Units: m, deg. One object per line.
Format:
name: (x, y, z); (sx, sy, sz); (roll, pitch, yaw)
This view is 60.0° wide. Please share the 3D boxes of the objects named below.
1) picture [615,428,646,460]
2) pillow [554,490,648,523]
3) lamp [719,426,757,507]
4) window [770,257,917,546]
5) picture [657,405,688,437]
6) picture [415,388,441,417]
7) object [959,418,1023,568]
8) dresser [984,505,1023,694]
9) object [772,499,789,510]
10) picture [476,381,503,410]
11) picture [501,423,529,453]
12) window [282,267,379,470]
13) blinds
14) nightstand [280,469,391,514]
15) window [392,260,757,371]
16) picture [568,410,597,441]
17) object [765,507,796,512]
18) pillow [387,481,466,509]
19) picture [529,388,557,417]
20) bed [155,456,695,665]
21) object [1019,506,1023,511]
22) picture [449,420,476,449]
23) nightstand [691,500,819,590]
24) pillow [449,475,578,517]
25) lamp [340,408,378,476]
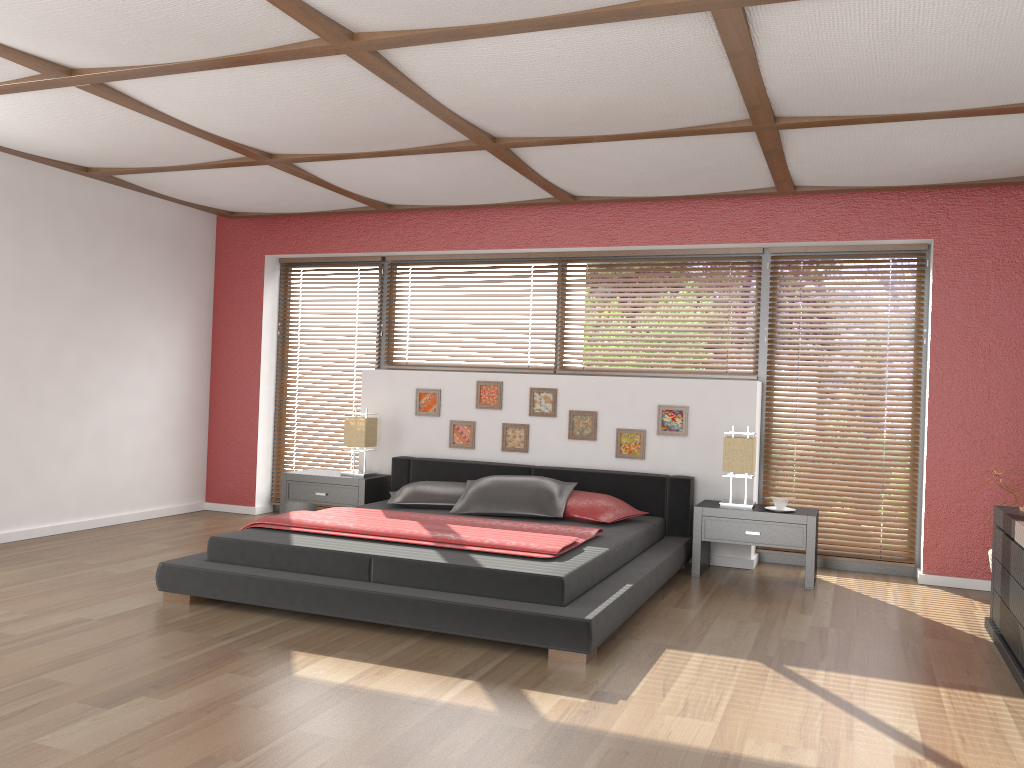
picture: (0.795, 0.402, 5.950); (0.200, 0.200, 0.010); (2, 0, 21)
pillow: (0.425, 0.761, 5.521); (0.745, 0.172, 0.418); (2, -1, 40)
lamp: (1.408, 0.501, 5.491); (0.200, 0.480, 0.200); (2, 0, 21)
window: (2.157, 0.100, 5.809); (0.889, 1.893, 0.020); (2, 0, 21)
picture: (1.059, 0.242, 5.851); (0.200, 0.200, 0.010); (2, 0, 21)
picture: (-0.617, 0.136, 6.502); (0.200, 0.200, 0.010); (2, 0, 21)
object: (2.653, 0.699, 4.832); (0.422, 1.035, 0.364); (2, 0, -4)
dresser: (2.288, 0.890, 3.486); (0.540, 0.608, 1.740); (2, 0, 21)
object: (1.606, 0.719, 5.307); (0.099, 0.069, 0.099); (3, -1, -44)
picture: (-0.163, 0.080, 6.328); (0.200, 0.200, 0.010); (2, 0, 21)
picture: (0.023, 0.380, 6.250); (0.200, 0.200, 0.010); (2, 0, 21)
window: (-1.478, -0.027, 7.219); (0.889, 1.893, 0.020); (2, 0, 21)
blinds: (0.312, 0.071, 6.450); (4.840, 1.952, 0.032); (2, 0, 21)
nightstand: (-1.287, 0.869, 6.483); (0.700, 0.423, 0.413); (2, 0, 21)
window: (0.362, -0.506, 6.517); (2.817, 0.786, 0.020); (2, 0, 21)
picture: (0.484, 0.284, 6.073); (0.200, 0.200, 0.010); (2, 0, 21)
object: (1.605, 0.752, 5.307); (0.179, 0.012, 0.179); (3, -1, -44)
pillow: (-0.444, 0.730, 5.800); (0.745, 0.172, 0.418); (2, 0, -4)
picture: (0.216, 0.128, 6.180); (0.200, 0.200, 0.010); (2, 0, 21)
bed: (-0.392, 0.816, 5.065); (2.469, 0.577, 2.413); (2, 0, 21)
object: (2.467, 0.350, 3.964); (0.173, 0.498, 0.490); (2, 0, 6)
picture: (-0.360, 0.365, 6.398); (0.200, 0.200, 0.010); (2, 0, 21)
nightstand: (1.487, 0.965, 5.407); (0.700, 0.423, 0.413); (2, 0, 21)
pillow: (0.004, 0.693, 5.535); (0.744, 0.241, 0.386); (2, 0, 17)
lamp: (-1.106, 0.414, 6.466); (0.200, 0.480, 0.200); (2, 0, 21)
